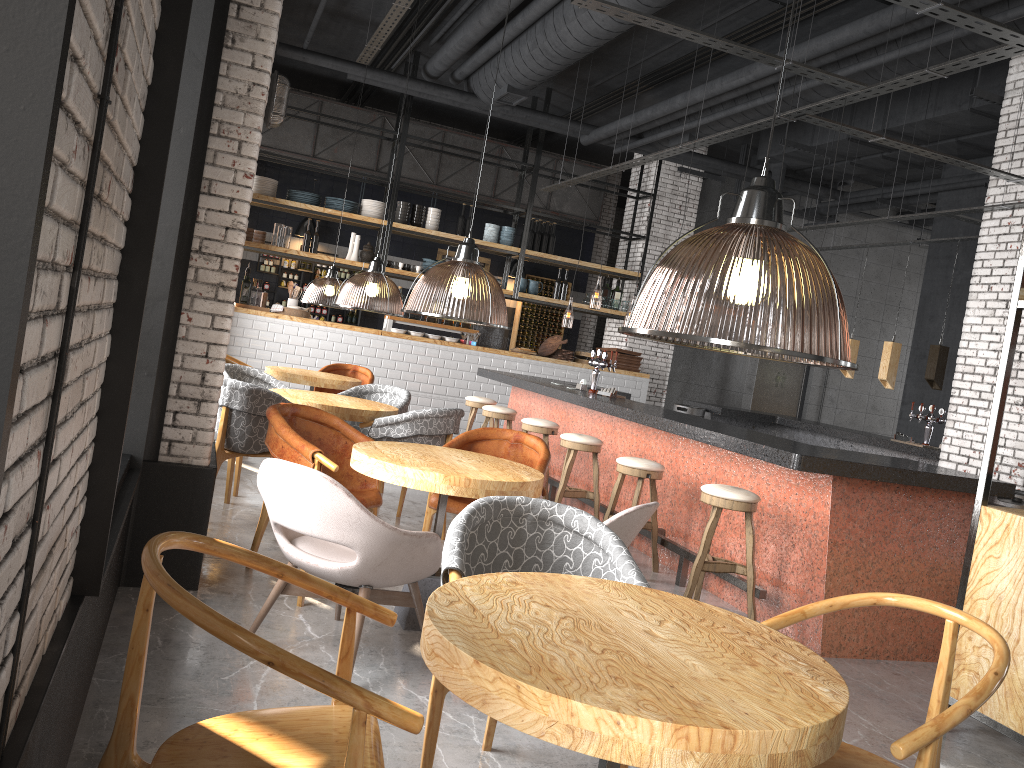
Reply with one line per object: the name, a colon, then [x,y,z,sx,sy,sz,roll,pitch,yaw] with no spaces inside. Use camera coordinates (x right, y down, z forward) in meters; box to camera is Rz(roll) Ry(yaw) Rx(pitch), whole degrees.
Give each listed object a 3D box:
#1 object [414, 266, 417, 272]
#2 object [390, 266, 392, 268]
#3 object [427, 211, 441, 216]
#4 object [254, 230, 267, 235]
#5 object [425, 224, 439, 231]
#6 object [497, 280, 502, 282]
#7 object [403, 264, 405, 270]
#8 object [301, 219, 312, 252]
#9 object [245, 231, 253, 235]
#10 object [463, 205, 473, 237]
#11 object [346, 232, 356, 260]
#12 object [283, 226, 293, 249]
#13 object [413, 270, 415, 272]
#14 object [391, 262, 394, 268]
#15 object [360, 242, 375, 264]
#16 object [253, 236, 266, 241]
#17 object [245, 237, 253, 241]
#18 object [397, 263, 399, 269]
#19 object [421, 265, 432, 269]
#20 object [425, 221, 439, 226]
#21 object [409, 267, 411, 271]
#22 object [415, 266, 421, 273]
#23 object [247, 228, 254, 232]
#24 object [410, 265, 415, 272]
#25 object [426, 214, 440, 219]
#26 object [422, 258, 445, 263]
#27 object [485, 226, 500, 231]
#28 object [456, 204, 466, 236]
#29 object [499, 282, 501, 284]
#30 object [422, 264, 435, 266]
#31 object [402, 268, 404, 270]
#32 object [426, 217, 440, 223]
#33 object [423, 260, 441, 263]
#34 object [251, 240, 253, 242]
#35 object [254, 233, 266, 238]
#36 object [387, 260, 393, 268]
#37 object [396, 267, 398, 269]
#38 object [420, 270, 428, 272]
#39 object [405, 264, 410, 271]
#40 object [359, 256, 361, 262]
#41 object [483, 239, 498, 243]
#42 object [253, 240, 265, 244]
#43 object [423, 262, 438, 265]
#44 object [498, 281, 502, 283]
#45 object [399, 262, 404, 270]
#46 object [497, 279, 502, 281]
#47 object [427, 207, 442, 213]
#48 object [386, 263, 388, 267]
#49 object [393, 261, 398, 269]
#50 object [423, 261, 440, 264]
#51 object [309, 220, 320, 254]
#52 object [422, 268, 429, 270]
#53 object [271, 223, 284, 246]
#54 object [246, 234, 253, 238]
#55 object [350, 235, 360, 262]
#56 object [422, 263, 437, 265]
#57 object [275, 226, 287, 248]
object: [-1.302,-1.548,12.042,0.072,0.097,0.072,9,2,-16]
object: [-1.635,-1.604,12.046,0.072,0.097,0.072,10,2,12]
object: [-1.079,-2.307,12.171,0.196,0.100,0.197,8,2,-24]
object: [-3.255,-1.948,11.464,0.157,0.053,0.168,9,2,-15]
object: [-1.106,-2.133,12.173,0.196,0.105,0.197,7,3,-42]
object: [-0.273,-1.463,12.517,0.265,0.034,0.265,9,3,-7]
object: [-1.447,-1.570,11.989,0.072,0.097,0.072,10,2,8]
object: [-2.717,-1.962,11.781,0.098,0.471,0.098,8,2,-42]
object: [-3.368,-1.916,11.270,0.157,0.053,0.168,9,3,-20]
object: [-0.593,-2.240,12.291,0.098,0.471,0.098,10,1,3]
object: [-2.153,-1.835,11.912,0.127,0.394,0.126,10,2,20]
object: [-2.920,-1.890,11.469,0.118,0.293,0.169,9,2,-15]
object: [-1.340,-1.560,12.152,0.072,0.097,0.072,9,2,-20]
object: [-1.596,-1.593,11.935,0.072,0.097,0.072,8,2,-33]
object: [-1.930,-1.753,11.851,0.196,0.305,0.196,10,2,18]
object: [-3.268,-1.872,11.466,0.157,0.053,0.168,9,2,-15]
object: [-3.382,-1.836,11.272,0.157,0.053,0.168,9,3,-20]
object: [-1.523,-1.582,11.962,0.072,0.097,0.072,9,2,-18]
object: [-1.076,-1.576,12.227,0.371,0.071,0.373,9,2,-8]
object: [-1.102,-2.177,12.171,0.196,0.104,0.197,7,3,-44]
object: [-1.375,-1.559,12.015,0.072,0.097,0.072,10,2,30]
object: [-1.263,-1.537,11.932,0.072,0.097,0.072,10,2,12]
object: [-3.362,-1.957,11.269,0.157,0.053,0.168,9,3,-20]
object: [-1.336,-1.548,11.905,0.072,0.097,0.072,9,2,-11]
object: [-1.089,-2.265,12.174,0.196,0.103,0.196,9,2,-3]
object: [-1.062,-1.682,12.223,0.373,0.050,0.373,10,2,2]
object: [-0.280,-2.162,12.453,0.209,0.076,0.210,7,3,-45]
object: [-0.694,-2.255,12.255,0.098,0.471,0.098,10,1,3]
object: [-0.278,-1.435,12.518,0.263,0.028,0.263,10,3,7]
object: [-1.073,-1.607,12.228,0.335,0.052,0.334,10,3,18]
object: [-1.485,-1.582,12.100,0.072,0.097,0.072,10,2,10]
object: [-1.092,-2.220,12.171,0.196,0.104,0.196,10,2,16]
object: [-1.064,-1.662,12.226,0.334,0.048,0.335,8,3,-33]
object: [-3.451,-1.859,11.517,0.157,0.053,0.168,9,3,-20]
object: [-3.262,-1.907,11.465,0.157,0.053,0.168,9,2,-15]
object: [-1.630,-1.592,11.799,0.072,0.097,0.072,10,2,3]
object: [-1.561,-1.593,12.072,0.072,0.097,0.072,8,2,-31]
object: [-1.090,-1.526,12.230,0.372,0.067,0.373,7,3,-38]
object: [-1.408,-1.559,11.879,0.072,0.097,0.072,9,2,1]
object: [-1.974,-1.720,12.051,0.203,0.213,0.203,10,2,18]
object: [-0.309,-1.991,12.461,0.210,0.065,0.210,9,2,-2]
object: [-3.275,-1.827,11.467,0.157,0.053,0.168,9,2,-15]
object: [-1.070,-1.633,12.225,0.334,0.035,0.335,7,4,-45]
object: [-0.276,-1.445,12.517,0.263,0.029,0.264,7,3,-43]
object: [-1.485,-1.570,11.852,0.072,0.097,0.072,10,2,20]
object: [-0.272,-1.474,12.516,0.265,0.037,0.265,8,3,-25]
object: [-1.072,-2.352,12.173,0.196,0.103,0.197,7,3,-42]
object: [-1.668,-1.604,11.909,0.072,0.097,0.072,9,2,-20]
object: [-1.558,-1.581,11.825,0.072,0.097,0.072,10,2,2]
object: [-1.067,-1.648,12.225,0.334,0.036,0.335,8,3,-30]
object: [-2.617,-1.947,11.817,0.098,0.471,0.098,8,2,-42]
object: [-1.084,-1.555,12.227,0.334,0.045,0.335,8,3,-23]
object: [-3.050,-1.931,11.574,0.126,0.313,0.179,10,2,13]
object: [-3.374,-1.881,11.271,0.157,0.053,0.168,9,3,-20]
object: [-2.074,-1.799,11.783,0.132,0.360,0.127,10,1,5]
object: [-1.072,-1.622,12.227,0.334,0.052,0.334,9,2,-3]
object: [-2.949,-1.878,11.346,0.106,0.264,0.152,10,2,8]
